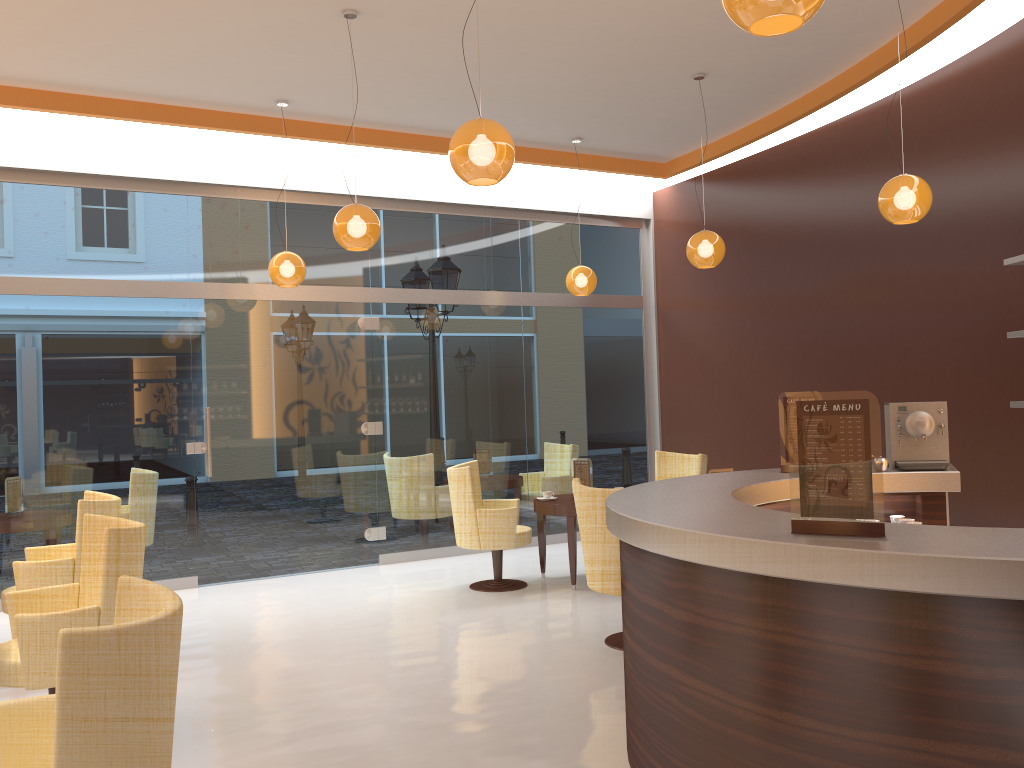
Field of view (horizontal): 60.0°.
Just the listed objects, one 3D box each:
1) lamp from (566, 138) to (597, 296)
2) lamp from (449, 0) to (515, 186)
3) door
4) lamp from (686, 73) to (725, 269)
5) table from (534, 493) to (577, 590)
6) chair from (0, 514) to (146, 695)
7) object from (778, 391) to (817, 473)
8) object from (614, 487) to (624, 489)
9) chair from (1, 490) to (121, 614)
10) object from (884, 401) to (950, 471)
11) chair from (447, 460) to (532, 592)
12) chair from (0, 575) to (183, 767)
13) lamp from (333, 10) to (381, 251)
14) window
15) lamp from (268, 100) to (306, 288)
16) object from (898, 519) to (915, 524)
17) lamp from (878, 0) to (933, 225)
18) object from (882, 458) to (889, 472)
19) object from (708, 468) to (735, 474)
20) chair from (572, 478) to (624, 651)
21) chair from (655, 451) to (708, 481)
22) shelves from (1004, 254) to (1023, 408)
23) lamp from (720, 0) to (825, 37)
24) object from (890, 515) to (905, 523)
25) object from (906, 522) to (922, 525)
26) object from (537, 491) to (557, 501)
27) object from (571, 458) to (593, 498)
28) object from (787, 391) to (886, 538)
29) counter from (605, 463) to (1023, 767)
[{"bbox_3d":[0.641,-1.595,8.477,0.299,1.500,0.299,-3,-1,30],"label":"lamp"},{"bbox_3d":[-0.156,-1.652,3.987,0.299,1.500,0.299,-3,-1,40],"label":"lamp"},{"bbox_3d":[-2.032,0.489,8.063,1.640,2.499,0.020,-1,-1,-28],"label":"door"},{"bbox_3d":[1.480,-1.654,6.886,0.299,1.500,0.299,-3,-1,40],"label":"lamp"},{"bbox_3d":[0.628,1.299,7.432,0.872,0.679,0.874,-2,-1,19],"label":"table"},{"bbox_3d":[-2.075,1.160,4.161,0.685,1.017,0.729,-1,-1,-31],"label":"chair"},{"bbox_3d":[1.508,0.248,4.613,0.258,0.414,0.052,-2,-1,-14],"label":"object"},{"bbox_3d":[0.914,0.917,7.549,0.153,0.069,0.153,-2,-1,-6],"label":"object"},{"bbox_3d":[-2.803,1.211,5.540,0.685,1.017,0.729,-1,-1,-25],"label":"chair"},{"bbox_3d":[2.090,0.264,4.572,0.270,0.340,0.373,-2,-1,17],"label":"object"},{"bbox_3d":[-0.179,1.154,7.301,0.685,1.017,0.729,-2,-1,4],"label":"chair"},{"bbox_3d":[-1.240,1.099,2.393,0.685,1.017,0.729,-2,-1,-11],"label":"chair"},{"bbox_3d":[-0.995,-1.594,5.578,0.299,1.500,0.299,-2,-1,-17],"label":"lamp"},{"bbox_3d":[-2.049,-0.010,8.073,8.200,3.380,0.040,-1,-1,-28],"label":"window"},{"bbox_3d":[-1.834,-1.536,7.169,0.299,1.500,0.299,-3,-1,37],"label":"lamp"},{"bbox_3d":[1.936,0.691,4.348,0.073,0.050,0.086,-3,-1,30],"label":"object"},{"bbox_3d":[2.320,-1.712,5.294,0.299,1.500,0.299,-3,-1,41],"label":"lamp"},{"bbox_3d":[1.859,0.402,4.468,0.075,0.077,0.075,-3,-1,31],"label":"object"},{"bbox_3d":[1.414,0.737,5.944,0.209,0.335,0.042,-2,-1,-14],"label":"object"},{"bbox_3d":[0.760,1.088,5.470,0.729,1.017,0.685,-3,-1,40],"label":"chair"},{"bbox_3d":[1.359,1.110,7.739,0.685,1.017,0.729,-1,-1,-25],"label":"chair"},{"bbox_3d":[2.538,-0.334,3.160,0.586,0.902,4.744,-2,-1,19],"label":"shelves"},{"bbox_3d":[0.684,-1.710,2.395,0.299,1.500,0.299,-2,-1,-10],"label":"lamp"},{"bbox_3d":[1.946,0.693,4.472,0.073,0.050,0.086,-2,-1,5],"label":"object"},{"bbox_3d":[1.927,0.689,4.243,0.073,0.050,0.086,-2,-1,5],"label":"object"},{"bbox_3d":[0.292,0.936,7.411,0.153,0.069,0.153,-1,-1,-27],"label":"object"},{"bbox_3d":[0.590,0.793,7.480,0.209,0.335,0.042,-3,-1,37],"label":"object"},{"bbox_3d":[0.933,0.229,2.568,0.258,0.414,0.052,-3,-1,31],"label":"object"},{"bbox_3d":[1.211,0.997,3.635,1.586,1.100,2.917,-2,-1,17],"label":"counter"}]
